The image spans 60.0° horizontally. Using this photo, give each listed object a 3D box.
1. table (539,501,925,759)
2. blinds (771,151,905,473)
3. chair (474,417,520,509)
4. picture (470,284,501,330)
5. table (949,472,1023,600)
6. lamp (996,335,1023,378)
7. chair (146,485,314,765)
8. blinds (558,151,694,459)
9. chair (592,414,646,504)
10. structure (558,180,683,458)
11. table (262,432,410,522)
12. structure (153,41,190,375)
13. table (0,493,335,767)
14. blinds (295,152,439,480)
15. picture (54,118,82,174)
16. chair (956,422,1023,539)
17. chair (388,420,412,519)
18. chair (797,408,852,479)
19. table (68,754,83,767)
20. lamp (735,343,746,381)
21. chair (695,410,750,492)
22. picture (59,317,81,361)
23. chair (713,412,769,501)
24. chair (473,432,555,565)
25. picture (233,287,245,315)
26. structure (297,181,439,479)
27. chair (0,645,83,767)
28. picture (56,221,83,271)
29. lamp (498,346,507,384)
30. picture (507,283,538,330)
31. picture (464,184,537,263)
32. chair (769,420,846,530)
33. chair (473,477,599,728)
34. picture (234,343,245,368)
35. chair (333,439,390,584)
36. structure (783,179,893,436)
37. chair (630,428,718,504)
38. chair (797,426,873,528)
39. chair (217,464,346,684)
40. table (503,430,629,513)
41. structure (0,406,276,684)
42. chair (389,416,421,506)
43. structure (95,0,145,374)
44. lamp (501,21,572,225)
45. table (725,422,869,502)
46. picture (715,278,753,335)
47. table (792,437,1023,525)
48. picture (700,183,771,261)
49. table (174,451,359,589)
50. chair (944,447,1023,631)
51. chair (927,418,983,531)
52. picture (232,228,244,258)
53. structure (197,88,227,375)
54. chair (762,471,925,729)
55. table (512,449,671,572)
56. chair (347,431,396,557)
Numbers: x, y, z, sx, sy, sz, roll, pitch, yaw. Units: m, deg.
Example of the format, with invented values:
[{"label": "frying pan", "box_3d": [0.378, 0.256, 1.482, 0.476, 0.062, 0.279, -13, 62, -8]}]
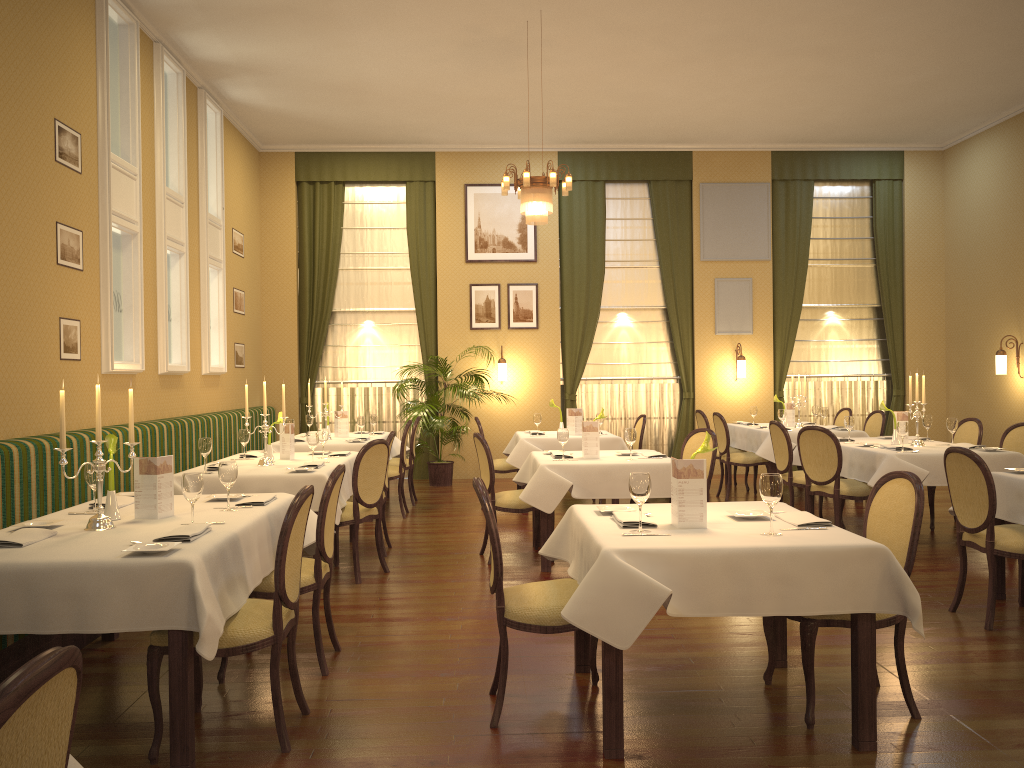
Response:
[{"label": "table", "box_3d": [0.833, 0.945, 3.682, 1.389, 0.759, 1.395, -1, 0, -1]}, {"label": "blinds", "box_3d": [4.487, -1.053, 12.205, 1.876, 4.537, 0.129, -1, 0, -2]}, {"label": "chair", "box_3d": [-0.106, 0.818, 9.393, 0.571, 0.955, 0.530, -1, 0, -2]}, {"label": "picture", "box_3d": [-0.361, -1.041, 11.950, 0.412, 0.619, 0.022, -1, 0, -2]}, {"label": "table", "box_3d": [3.445, 0.905, 4.535, 1.385, 0.759, 2.152, -1, 0, -2]}, {"label": "lamp", "box_3d": [5.884, -0.323, 10.507, 0.323, 0.513, 0.114, -1, 0, -13]}, {"label": "chair", "box_3d": [-1.052, 0.875, 3.417, 0.571, 0.955, 0.530, -1, 0, -2]}, {"label": "blinds", "box_3d": [1.572, -1.016, 12.086, 1.878, 4.537, 0.129, -1, 0, -2]}, {"label": "chair", "box_3d": [1.137, 0.803, 9.392, 0.571, 0.955, 0.530, -1, 0, -2]}, {"label": "structure", "box_3d": [1.560, -1.004, 12.204, 1.900, 4.511, 0.134, -1, 0, -2]}, {"label": "table", "box_3d": [-1.817, 0.936, 9.321, 1.385, 0.759, 2.152, -1, 0, -2]}, {"label": "structure", "box_3d": [-3.225, -1.580, 8.283, 0.200, 2.985, 0.661, -1, 0, -2]}, {"label": "table", "box_3d": [-1.596, 0.973, 3.922, 1.385, 0.759, 2.152, -1, 0, -2]}, {"label": "blinds", "box_3d": [-1.933, -0.971, 11.953, 1.934, 4.537, 0.225, -1, 0, -3]}, {"label": "picture", "box_3d": [-3.126, -1.670, 6.250, 0.008, 0.294, 0.401, -1, 0, -2]}, {"label": "chair", "box_3d": [3.912, 0.786, 7.002, 0.571, 0.955, 0.530, -1, 0, -22]}, {"label": "chair", "box_3d": [-1.273, 0.837, 8.816, 0.571, 0.955, 0.530, -1, 0, -2]}, {"label": "chair", "box_3d": [3.724, 0.762, 10.531, 0.571, 0.955, 0.530, -1, 0, -2]}, {"label": "table", "box_3d": [-1.476, 0.994, 0.982, 1.385, 0.759, 2.152, -1, 0, -2]}, {"label": "lamp", "box_3d": [3.039, -0.298, 11.941, 0.114, 0.513, 0.323, -1, 0, -13]}, {"label": "chair", "box_3d": [2.481, 0.778, 10.531, 0.571, 0.955, 0.530, -1, 0, -2]}, {"label": "picture", "box_3d": [-3.108, -0.314, 6.242, 0.008, 0.294, 0.313, -1, 0, -2]}, {"label": "chair", "box_3d": [2.512, 0.783, 9.759, 0.571, 0.955, 0.530, -1, 0, -2]}, {"label": "chair", "box_3d": [0.001, 0.837, 6.706, 0.571, 0.955, 0.530, -1, 0, -12]}, {"label": "picture", "box_3d": [-3.300, -0.996, 10.727, 0.008, 0.294, 0.504, -1, 0, -2]}, {"label": "structure", "box_3d": [-1.940, -0.959, 12.067, 1.942, 4.511, 0.123, -1, 0, -2]}, {"label": "chair", "box_3d": [-0.964, 0.889, 1.312, 0.571, 0.955, 0.530, -1, 0, -2]}, {"label": "picture", "box_3d": [-3.117, -0.965, 6.255, 0.008, 0.294, 0.401, -1, 0, -2]}, {"label": "lamp", "box_3d": [-0.153, -0.257, 11.810, 0.114, 0.513, 0.323, -1, 0, -13]}, {"label": "picture", "box_3d": [0.147, -1.047, 11.971, 0.412, 0.619, 0.022, -1, 0, -2]}, {"label": "picture", "box_3d": [-0.151, -2.168, 11.948, 0.966, 1.057, 0.027, -1, 0, -2]}, {"label": "chair", "box_3d": [2.590, 0.796, 7.861, 0.571, 0.955, 0.530, -1, 0, -2]}, {"label": "chair", "box_3d": [0.129, 0.858, 3.659, 0.571, 0.955, 0.530, -1, 0, -2]}, {"label": "picture", "box_3d": [-3.291, -0.345, 10.718, 0.008, 0.294, 0.437, -1, 0, -2]}, {"label": "chair", "box_3d": [-1.157, 0.856, 6.148, 0.571, 0.955, 0.530, -1, 0, 23]}, {"label": "structure", "box_3d": [4.474, -1.041, 12.324, 1.898, 4.511, 0.137, -1, 0, -2]}, {"label": "chair", "box_3d": [1.247, 0.821, 6.727, 0.571, 0.955, 0.530, -1, 0, -22]}, {"label": "chair", "box_3d": [2.611, 0.801, 7.109, 0.571, 0.955, 0.530, -1, 0, -27]}, {"label": "chair", "box_3d": [-1.084, 0.869, 4.253, 0.571, 0.955, 0.530, -1, 0, -2]}, {"label": "table", "box_3d": [0.598, 0.905, 9.417, 1.389, 0.759, 1.395, -1, 0, -1]}, {"label": "structure", "box_3d": [-2.628, 0.851, 4.597, 0.850, 1.031, 14.516, -1, 0, -2]}, {"label": "chair", "box_3d": [-1.274, 0.831, 9.659, 0.571, 0.955, 0.530, -1, 0, -2]}, {"label": "structure", "box_3d": [-3.177, -1.572, 7.088, 0.200, 2.985, 0.687, -1, 0, -2]}, {"label": "lamp", "box_3d": [0.204, -2.291, 7.687, 0.593, 1.796, 0.593, -1, 0, -5]}, {"label": "table", "box_3d": [3.214, 0.866, 10.195, 1.385, 0.759, 2.152, -1, 0, -2]}, {"label": "picture", "box_3d": [3.024, -1.056, 12.084, 0.512, 0.769, 0.027, -1, 0, -2]}, {"label": "table", "box_3d": [3.323, 0.885, 7.523, 1.385, 0.759, 2.152, -1, 0, -2]}, {"label": "picture", "box_3d": [3.044, -2.209, 12.077, 0.966, 1.057, 0.027, -1, 0, -2]}, {"label": "table", "box_3d": [-1.707, 0.954, 6.624, 1.385, 0.759, 2.152, -1, 0, -2]}, {"label": "chair", "box_3d": [2.712, 0.817, 4.873, 0.571, 0.955, 0.530, -1, 0, -2]}, {"label": "chair", "box_3d": [3.833, 0.780, 7.860, 0.571, 0.955, 0.530, -1, 0, -2]}, {"label": "picture", "box_3d": [-3.309, -1.701, 10.721, 0.008, 0.294, 0.504, -1, 0, -2]}, {"label": "structure", "box_3d": [-3.277, -1.589, 9.551, 0.200, 2.985, 0.670, -1, 0, -2]}, {"label": "chair", "box_3d": [1.371, 0.843, 3.658, 0.571, 0.955, 0.530, -1, 0, -2]}, {"label": "table", "box_3d": [0.709, 0.924, 6.721, 1.389, 0.759, 1.395, -1, 0, -1]}, {"label": "chair", "box_3d": [-1.195, 0.850, 6.962, 0.571, 0.955, 0.530, -1, 0, -2]}]
